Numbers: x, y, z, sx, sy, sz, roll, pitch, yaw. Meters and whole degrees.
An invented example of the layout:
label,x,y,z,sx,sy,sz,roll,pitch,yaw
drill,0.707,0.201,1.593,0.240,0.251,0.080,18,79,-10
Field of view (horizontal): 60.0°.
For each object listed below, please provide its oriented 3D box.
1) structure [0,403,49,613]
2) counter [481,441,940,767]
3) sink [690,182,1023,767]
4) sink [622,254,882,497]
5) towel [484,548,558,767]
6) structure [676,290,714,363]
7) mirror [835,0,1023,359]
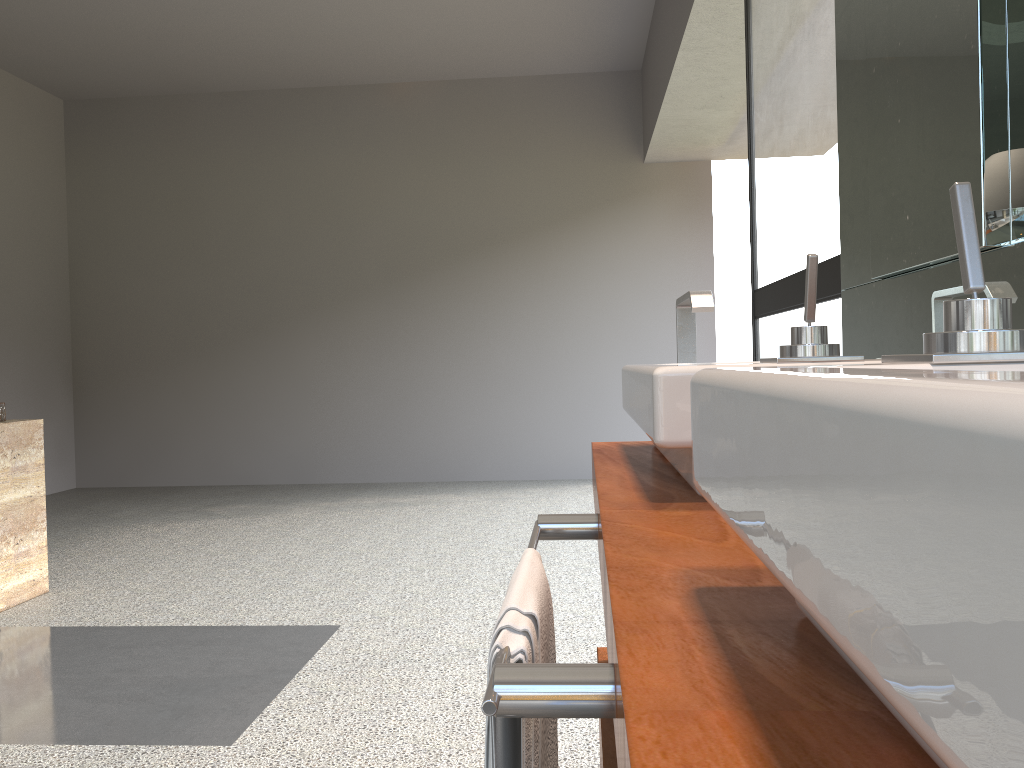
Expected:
label,x,y,z,sx,sy,sz,roll,pitch,yaw
structure,-2.034,0.307,3.410,0.292,1.074,0.328,-2,1,5
counter,0.276,0.482,0.795,0.524,0.704,1.848,-2,1,5
sink,0.271,0.009,0.241,0.352,0.266,0.750,-1,1,5
sink,0.354,-0.016,1.299,0.352,0.266,0.750,-1,1,5
towel,-0.003,0.346,0.740,0.079,0.368,0.302,-2,1,5
structure,0.366,0.320,1.740,0.069,0.988,0.303,-2,1,5
mirror,0.630,-0.675,0.727,0.253,1.617,1.790,-2,1,5
